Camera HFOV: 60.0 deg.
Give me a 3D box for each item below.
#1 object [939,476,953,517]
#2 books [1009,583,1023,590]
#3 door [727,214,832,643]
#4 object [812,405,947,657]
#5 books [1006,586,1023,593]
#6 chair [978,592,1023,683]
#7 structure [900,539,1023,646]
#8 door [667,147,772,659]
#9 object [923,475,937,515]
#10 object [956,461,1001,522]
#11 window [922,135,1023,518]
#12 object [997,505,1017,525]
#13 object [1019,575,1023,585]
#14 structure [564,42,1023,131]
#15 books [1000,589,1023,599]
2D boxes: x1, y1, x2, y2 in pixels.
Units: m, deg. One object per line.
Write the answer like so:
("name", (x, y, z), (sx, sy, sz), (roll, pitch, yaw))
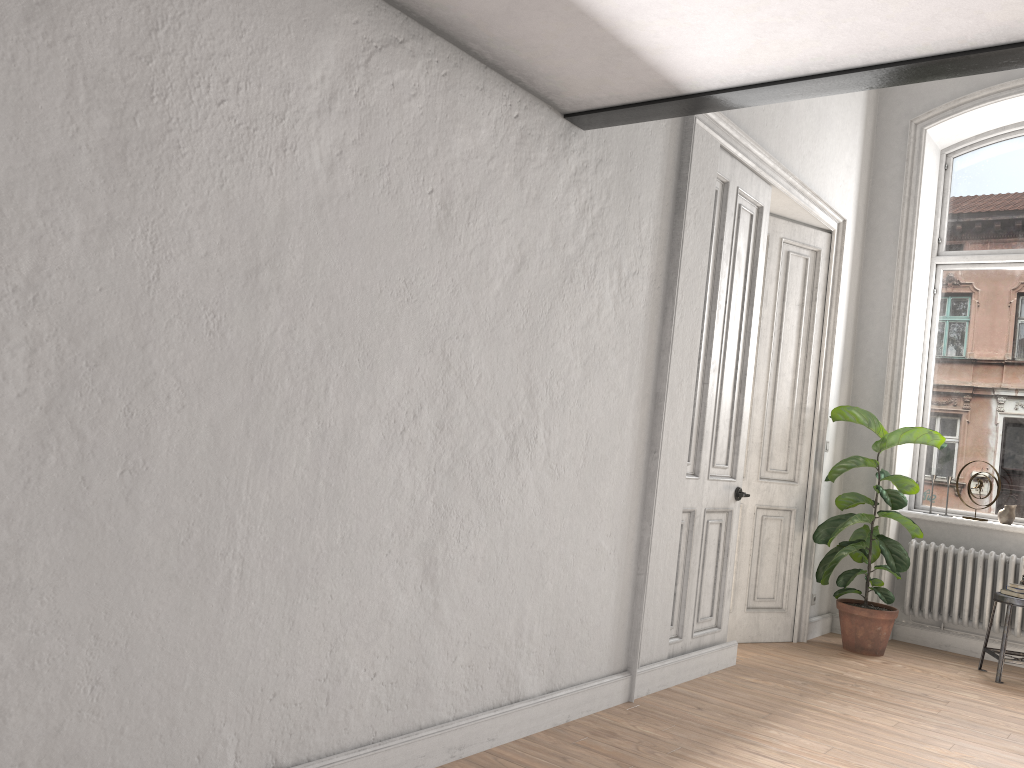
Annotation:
("object", (3.160, 0.815, 6.432), (0.095, 0.288, 0.095), (8, -3, -30))
("books", (3.291, 1.290, 5.617), (0.221, 0.027, 0.147), (8, -3, -20))
("door", (1.605, 0.281, 5.814), (1.097, 2.813, 0.216), (8, -3, -27))
("object", (4.310, 0.990, 4.251), (5.825, 1.841, 0.792), (4, -4, 43))
("books", (3.287, 1.312, 5.617), (0.232, 0.029, 0.163), (6, -3, 9))
("chair", (3.209, 1.605, 5.592), (0.364, 0.522, 0.360), (6, -3, 11))
("structure", (5.050, -0.215, 4.876), (5.180, 4.472, 0.340), (4, -4, 38))
("door", (1.035, 0.160, 4.794), (0.216, 2.813, 1.097), (4, -3, 39))
("object", (3.102, 0.815, 6.549), (0.095, 0.288, 0.095), (7, -3, -21))
("object", (3.330, 0.760, 6.336), (0.087, 0.425, 0.347), (7, -3, -20))
("window", (3.905, -0.443, 6.297), (1.622, 2.842, 0.013), (4, -3, 38))
("object", (3.464, 0.910, 6.209), (0.100, 0.142, 0.102), (6, -3, 12))
("object", (3.340, 1.092, 5.643), (0.163, 0.383, 0.154), (6, -3, 11))
("structure", (1.445, -1.705, 0.196), (5.925, 1.212, 4.161), (4, -4, 38))
("books", (3.273, 1.337, 5.620), (0.246, 0.034, 0.194), (7, -3, -12))
